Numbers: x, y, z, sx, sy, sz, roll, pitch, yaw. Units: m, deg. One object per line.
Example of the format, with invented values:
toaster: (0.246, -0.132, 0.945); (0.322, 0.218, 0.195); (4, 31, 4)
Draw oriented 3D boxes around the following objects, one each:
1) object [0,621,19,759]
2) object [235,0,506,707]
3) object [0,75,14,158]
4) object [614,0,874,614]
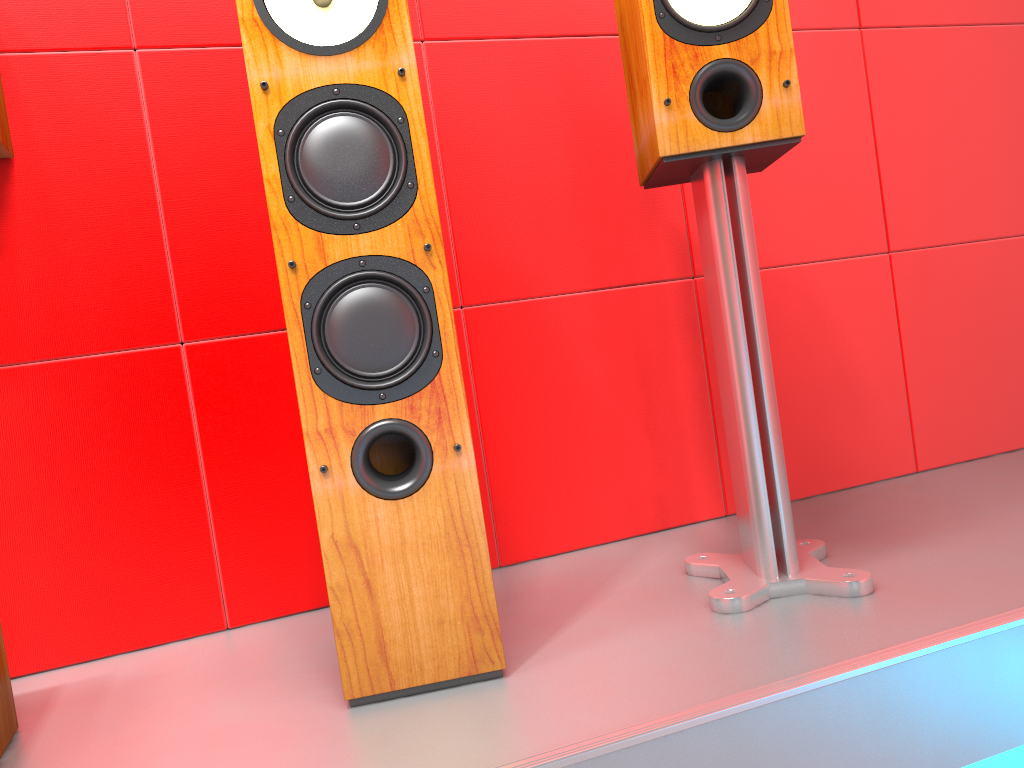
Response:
object: (-0.801, 0.312, 0.961); (0.360, 0.360, 0.360); (-9, 2, -18)
object: (-0.197, -0.136, 1.193); (0.203, 1.052, 0.238); (-9, 2, -8)
object: (-1.017, -0.463, 1.237); (0.493, 0.271, 0.235); (-9, 2, -18)
object: (0.324, -0.221, 1.344); (0.231, 1.058, 0.265); (-8, 2, 2)
